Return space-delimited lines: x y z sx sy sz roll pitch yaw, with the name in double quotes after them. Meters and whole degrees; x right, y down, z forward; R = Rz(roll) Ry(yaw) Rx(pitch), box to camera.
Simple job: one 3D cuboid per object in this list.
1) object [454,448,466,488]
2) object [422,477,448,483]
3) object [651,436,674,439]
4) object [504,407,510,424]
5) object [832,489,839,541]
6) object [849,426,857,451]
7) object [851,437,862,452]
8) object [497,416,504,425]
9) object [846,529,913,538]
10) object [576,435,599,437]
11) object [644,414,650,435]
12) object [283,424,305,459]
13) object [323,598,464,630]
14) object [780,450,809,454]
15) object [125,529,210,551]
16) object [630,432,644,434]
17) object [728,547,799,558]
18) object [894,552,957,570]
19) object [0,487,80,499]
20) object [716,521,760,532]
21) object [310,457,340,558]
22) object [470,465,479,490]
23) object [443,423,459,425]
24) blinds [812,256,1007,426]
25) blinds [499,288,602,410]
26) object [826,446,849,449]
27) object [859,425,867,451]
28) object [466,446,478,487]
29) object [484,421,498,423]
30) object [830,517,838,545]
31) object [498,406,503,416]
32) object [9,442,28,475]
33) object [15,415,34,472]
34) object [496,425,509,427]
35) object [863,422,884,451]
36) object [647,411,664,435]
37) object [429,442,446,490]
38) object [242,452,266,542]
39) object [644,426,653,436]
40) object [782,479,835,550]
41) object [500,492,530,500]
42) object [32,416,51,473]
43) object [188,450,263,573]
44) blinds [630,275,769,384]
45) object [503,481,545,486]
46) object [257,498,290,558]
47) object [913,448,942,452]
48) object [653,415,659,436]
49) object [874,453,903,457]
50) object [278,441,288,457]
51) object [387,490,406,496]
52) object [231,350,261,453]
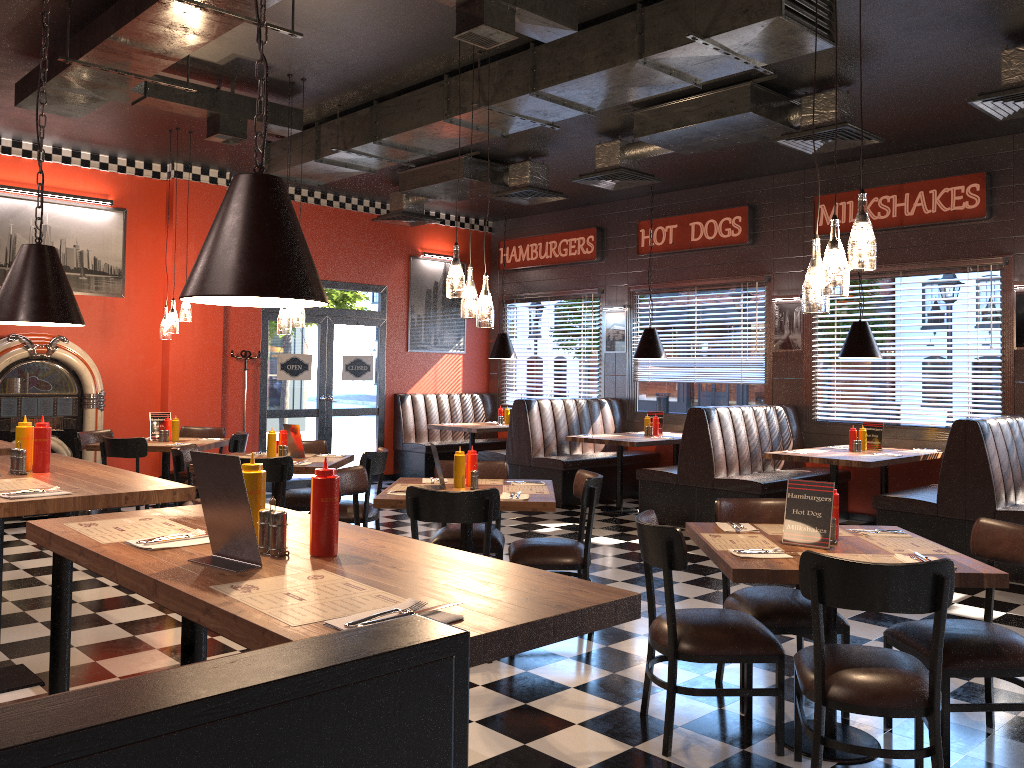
-0.306 0.485 5.176 0.068 0.238 0.068 2 -2 -38 "object"
-0.470 0.590 5.423 0.157 0.019 0.255 1 1 -6 "object"
1.573 0.567 9.391 0.255 0.019 0.157 1 1 42 "object"
-0.064 0.406 11.561 0.068 0.238 0.068 0 -2 15 "object"
1.325 0.527 3.686 0.068 0.238 0.068 1 -2 -1 "object"
3.128 0.496 8.125 0.068 0.238 0.068 1 -2 -20 "object"
3.127 0.549 8.032 0.093 0.136 0.046 1 -2 -19 "object"
-0.148 0.458 11.470 0.093 0.136 0.046 2 -2 -44 "object"
1.581 0.640 3.830 0.255 0.019 0.157 1 1 5 "object"
0.827 0.555 9.500 0.157 0.019 0.255 0 1 -38 "object"
1.503 0.450 9.838 0.068 0.238 0.068 0 -2 30 "object"
-1.667 0.436 6.773 0.188 0.257 0.072 0 -2 36 "object"
-0.196 0.417 1.603 0.157 0.019 0.255 1 1 43 "object"
2.528 0.601 7.856 0.157 0.019 0.255 0 1 -43 "object"
-0.853 0.399 2.303 0.157 0.019 0.255 1 1 43 "object"
1.451 0.557 10.087 0.157 0.019 0.255 0 1 -44 "object"
0.960 0.637 3.361 0.255 0.019 0.157 1 1 -4 "object"
1.510 0.646 3.261 0.157 0.019 0.255 1 1 4 "object"
-1.652 0.377 3.105 0.157 0.019 0.255 1 1 43 "object"
0.997 0.630 3.906 0.157 0.019 0.255 1 1 2 "object"
-0.455 0.296 2.154 0.068 0.238 0.068 0 -2 21 "object"
-0.217 0.539 5.123 0.047 0.136 0.093 1 -1 6 "object"
-0.773 0.510 11.288 0.157 0.019 0.255 0 1 -43 "object"
3.786 -0.386 8.630 0.100 1.555 1.869 3 -1 -44 "blinds"
0.487 -0.436 12.090 0.099 1.637 1.869 3 -1 -44 "blinds"
3.128 0.602 8.412 0.255 0.019 0.157 1 1 42 "object"
3.221 0.497 8.137 0.068 0.238 0.068 1 -2 -20 "object"
-0.237 0.485 5.239 0.068 0.238 0.068 2 -2 -38 "object"
-0.228 0.511 11.790 0.255 0.019 0.157 1 1 42 "object"
1.272 0.580 3.602 0.093 0.136 0.046 0 -2 36 "object"
-0.150 0.404 11.597 0.068 0.238 0.068 0 -2 15 "object"
-2.042 0.306 3.666 0.093 0.136 0.046 0 -2 36 "object"
-2.079 0.252 3.778 0.068 0.238 0.068 2 -2 -35 "object"
-0.098 0.522 11.096 0.255 0.019 0.157 2 1 45 "object"
3.376 0.487 8.304 0.188 0.257 0.072 0 -2 36 "object"
1.614 0.440 10.016 0.188 0.257 0.072 1 -2 16 "object"
-0.430 0.474 5.151 0.072 0.257 0.188 1 -1 -14 "object"
-0.659 0.292 2.244 0.068 0.238 0.068 0 -2 21 "object"
1.503 0.504 9.737 0.094 0.136 0.046 1 -2 16 "object"
1.184 0.518 3.540 0.188 0.257 0.072 0 -2 36 "object"
0.016 0.605 4.814 0.157 0.019 0.255 1 1 4 "object"
-1.990 0.254 3.750 0.068 0.238 0.068 2 -2 -23 "object"
-0.658 0.285 2.036 0.188 0.257 0.072 0 -2 38 "object"
2.142 -0.605 10.364 0.100 1.207 1.869 3 -1 -44 "blinds"
0.074 0.598 5.368 0.255 0.019 0.157 1 1 1 "object"
-0.583 0.347 2.155 0.093 0.136 0.046 0 -2 37 "object"
3.865 0.614 8.292 0.157 0.019 0.255 0 1 -38 "object"
1.596 0.452 9.842 0.068 0.238 0.068 0 -2 30 "object"
3.253 0.613 7.718 0.157 0.019 0.255 0 1 -45 "object"
-1.716 0.498 6.637 0.093 0.136 0.046 0 -2 36 "object"
-0.555 0.596 4.870 0.255 0.019 0.157 1 1 3 "object"
-3.039 0.447 10.057 0.374 1.661 0.374 1 -2 -21 "object"
